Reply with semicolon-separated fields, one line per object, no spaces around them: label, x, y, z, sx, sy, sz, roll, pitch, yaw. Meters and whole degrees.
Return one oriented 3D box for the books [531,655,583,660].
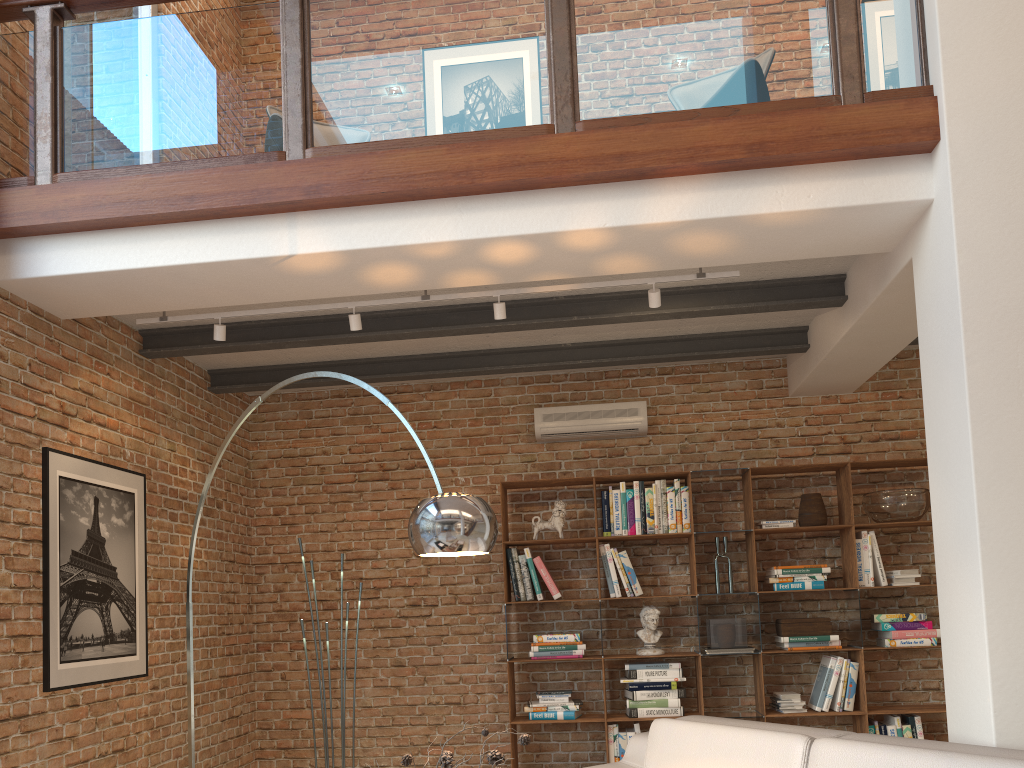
books;0.327;1.934;6.190;0.356;0.020;0.280;-4;-14;6

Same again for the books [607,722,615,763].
books;0.696;2.562;6.102;0.036;0.374;0.249;-3;-7;6

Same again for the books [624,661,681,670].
books;0.982;1.975;6.119;0.380;0.035;0.251;-4;-14;6

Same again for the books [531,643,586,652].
books;0.324;1.867;6.181;0.379;0.035;0.251;-2;-14;0

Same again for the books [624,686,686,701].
books;0.996;2.159;6.090;0.379;0.063;0.251;-1;-14;-7

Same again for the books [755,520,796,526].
books;1.820;0.965;6.038;0.236;0.018;0.176;-2;-14;-1

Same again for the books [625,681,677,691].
books;0.965;2.099;6.086;0.326;0.054;0.262;-3;-14;1

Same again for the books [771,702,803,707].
books;1.899;2.206;6.012;0.156;0.008;0.250;-3;-14;1

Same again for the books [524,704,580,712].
books;0.288;2.287;6.176;0.380;0.035;0.251;-4;-14;6

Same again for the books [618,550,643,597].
books;0.837;1.345;6.172;0.158;0.321;0.260;-3;-8;6

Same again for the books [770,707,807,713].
books;1.907;2.245;6.016;0.171;0.018;0.243;-1;-14;-6

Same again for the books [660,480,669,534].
books;1.075;0.884;6.181;0.036;0.374;0.249;-3;-7;6

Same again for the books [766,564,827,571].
books;1.971;1.277;6.056;0.356;0.020;0.280;-3;-14;4

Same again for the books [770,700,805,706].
books;1.905;2.194;6.020;0.171;0.018;0.243;-2;-14;-1

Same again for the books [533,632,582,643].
books;0.330;1.805;6.203;0.327;0.054;0.262;-4;-14;8

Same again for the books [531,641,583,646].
books;0.323;1.844;6.203;0.356;0.020;0.280;-3;-14;4

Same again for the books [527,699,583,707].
books;0.301;2.257;6.167;0.379;0.018;0.251;-2;-14;-1

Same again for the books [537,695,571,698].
books;0.295;2.214;6.201;0.236;0.018;0.176;-2;-14;-1

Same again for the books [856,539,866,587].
books;2.360;1.240;6.005;0.056;0.321;0.260;-3;-8;6

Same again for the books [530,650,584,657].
books;0.316;1.905;6.187;0.380;0.035;0.251;-3;-14;1

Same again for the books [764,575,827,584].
books;1.960;1.359;6.051;0.380;0.035;0.251;-4;-14;6

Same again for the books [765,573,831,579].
books;1.973;1.329;6.041;0.379;0.018;0.251;-2;-14;-1

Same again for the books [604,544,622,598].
books;0.714;1.328;6.182;0.103;0.374;0.249;-3;-7;6

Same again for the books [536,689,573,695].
books;0.301;2.182;6.182;0.252;0.017;0.167;-4;-14;6

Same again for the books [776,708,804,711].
books;1.900;2.231;6.011;0.156;0.008;0.250;-3;-14;1

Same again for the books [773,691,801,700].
books;1.896;2.151;6.017;0.132;0.033;0.212;-3;-14;1

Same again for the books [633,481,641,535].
books;0.887;0.894;6.191;0.036;0.374;0.249;-3;-7;6

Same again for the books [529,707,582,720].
books;0.310;2.329;6.163;0.328;0.054;0.261;-6;-14;16

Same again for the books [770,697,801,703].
books;1.884;2.175;6.013;0.162;0.017;0.259;-4;-14;6

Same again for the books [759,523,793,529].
books;1.826;0.988;6.029;0.206;0.033;0.136;-4;-14;6

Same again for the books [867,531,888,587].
books;2.491;1.210;6.015;0.101;0.374;0.249;-3;-7;6

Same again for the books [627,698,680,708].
books;0.989;2.222;6.103;0.363;0.054;0.290;-4;-14;8

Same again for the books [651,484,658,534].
books;1.010;0.901;6.187;0.021;0.350;0.278;-3;-8;6

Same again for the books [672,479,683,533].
books;1.169;0.877;6.171;0.036;0.374;0.249;-3;-7;6

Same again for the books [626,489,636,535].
books;0.844;0.929;6.214;0.056;0.321;0.260;-3;-8;6

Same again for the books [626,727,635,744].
books;0.836;2.578;6.087;0.056;0.321;0.260;-3;-8;6

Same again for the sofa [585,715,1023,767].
sofa;0.977;1.706;3.213;1.150;0.735;2.385;5;-15;-33

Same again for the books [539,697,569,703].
books;0.301;2.237;6.192;0.206;0.033;0.136;-4;-14;6

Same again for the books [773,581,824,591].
books;1.981;1.401;6.037;0.328;0.054;0.261;-6;-14;16

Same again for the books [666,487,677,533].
books;1.122;0.906;6.169;0.056;0.321;0.260;-3;-8;6

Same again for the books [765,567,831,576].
books;1.973;1.300;6.034;0.379;0.035;0.251;-2;-14;0

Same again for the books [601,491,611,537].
books;0.673;0.941;6.233;0.056;0.321;0.260;-3;-8;6

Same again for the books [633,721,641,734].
books;0.899;2.552;6.104;0.079;0.375;0.249;-3;-7;6

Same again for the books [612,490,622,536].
books;0.748;0.931;6.206;0.056;0.321;0.260;-3;-8;6

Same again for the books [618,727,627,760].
books;0.780;2.584;6.099;0.057;0.322;0.260;-3;-8;6

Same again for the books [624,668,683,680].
books;0.990;2.025;6.119;0.380;0.063;0.251;-2;-14;0

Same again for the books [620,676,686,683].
books;0.981;2.063;6.099;0.445;0.020;0.280;-4;-14;6

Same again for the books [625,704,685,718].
books;0.990;2.276;6.080;0.380;0.063;0.251;-2;-14;0

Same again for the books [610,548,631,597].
books;0.768;1.343;6.185;0.125;0.340;0.278;-3;-8;6

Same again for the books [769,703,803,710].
books;1.886;2.218;6.009;0.162;0.017;0.259;-3;-14;1

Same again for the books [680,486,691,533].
books;1.220;0.905;6.180;0.056;0.321;0.260;-3;-8;6

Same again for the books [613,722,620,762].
books;0.734;2.564;6.114;0.036;0.374;0.249;-3;-7;6

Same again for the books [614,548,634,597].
books;0.791;1.343;6.192;0.125;0.340;0.278;-3;-8;6

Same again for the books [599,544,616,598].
books;0.679;1.335;6.209;0.101;0.374;0.249;-3;-7;6
